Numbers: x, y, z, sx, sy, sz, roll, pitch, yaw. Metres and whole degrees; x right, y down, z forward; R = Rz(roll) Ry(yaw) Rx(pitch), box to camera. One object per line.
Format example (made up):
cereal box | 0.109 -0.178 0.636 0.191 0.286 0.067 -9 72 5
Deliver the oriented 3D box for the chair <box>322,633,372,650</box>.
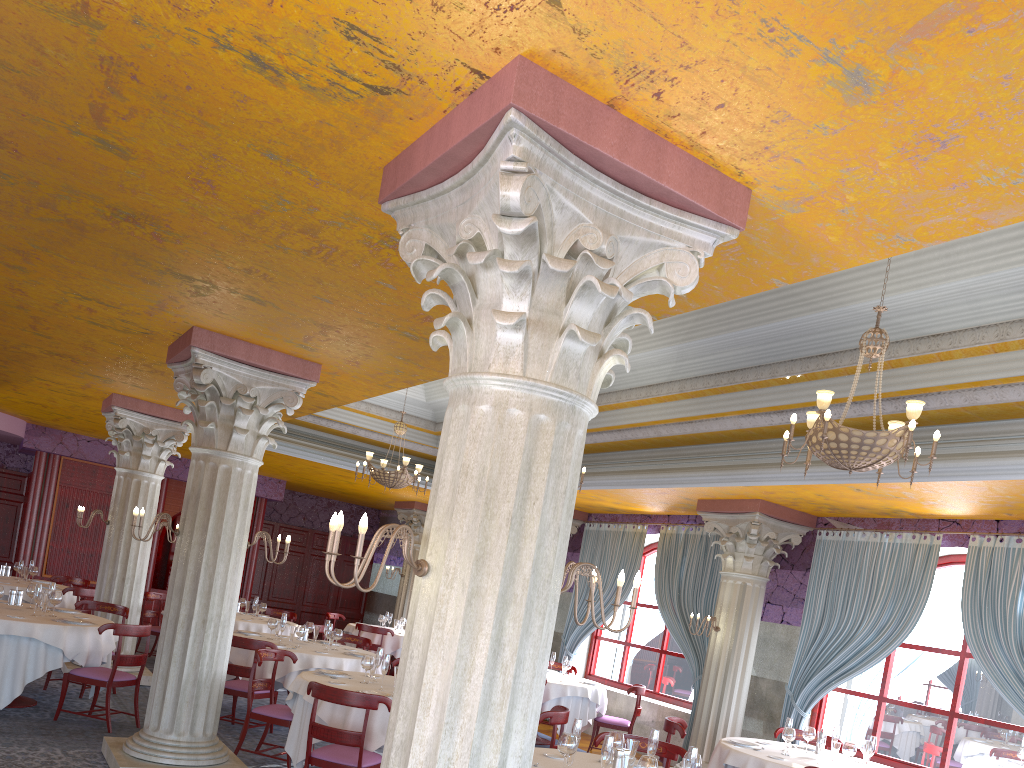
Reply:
chair | -2.398 3.998 11.809 0.741 1.085 0.659 9 -3 14

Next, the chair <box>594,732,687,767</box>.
chair | 0.894 3.257 6.515 0.741 1.085 0.659 9 -3 14

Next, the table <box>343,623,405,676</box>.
table | -2.220 5.224 16.403 2.137 0.944 2.089 16 -13 -30

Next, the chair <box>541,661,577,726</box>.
chair | 0.572 4.952 13.556 0.741 1.085 0.659 9 -3 14

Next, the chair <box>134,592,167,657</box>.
chair | -5.584 3.906 13.683 0.640 1.084 0.766 9 -4 14

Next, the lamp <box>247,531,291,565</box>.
lamp | -2.164 1.454 7.626 0.336 0.271 0.395 2 -12 46

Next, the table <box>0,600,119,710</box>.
table | -5.275 2.826 8.913 2.137 0.944 2.089 16 -13 -30

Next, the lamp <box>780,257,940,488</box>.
lamp | 2.542 -0.418 5.953 0.950 2.166 0.975 10 -1 14

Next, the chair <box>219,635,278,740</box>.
chair | -2.933 3.309 9.419 0.741 1.085 0.659 9 -3 14

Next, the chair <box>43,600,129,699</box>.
chair | -4.995 3.119 10.106 0.741 1.085 0.659 9 -3 14

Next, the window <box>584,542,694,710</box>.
window | 2.475 3.705 13.479 0.163 2.525 3.553 9 -7 -31

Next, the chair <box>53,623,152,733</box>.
chair | -4.085 2.914 8.643 0.640 1.084 0.766 9 -4 14

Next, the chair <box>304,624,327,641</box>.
chair | -3.231 4.185 13.149 0.640 1.084 0.766 9 -4 14

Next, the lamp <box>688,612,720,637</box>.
lamp | 2.405 3.016 10.686 0.336 0.271 0.395 2 -12 46

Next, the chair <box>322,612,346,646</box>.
chair | -3.384 5.034 16.668 0.640 1.084 0.766 9 -4 14

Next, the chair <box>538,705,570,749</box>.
chair | 0.118 3.431 7.763 0.640 1.084 0.766 9 -4 14

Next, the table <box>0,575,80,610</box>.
table | -7.513 3.330 12.513 2.137 0.944 2.089 16 -13 -30

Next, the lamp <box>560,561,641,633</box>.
lamp | 0.337 0.891 3.604 0.336 0.271 0.395 2 -12 46

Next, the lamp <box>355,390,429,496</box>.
lamp | -1.626 0.520 12.657 0.950 2.166 0.975 10 -1 14

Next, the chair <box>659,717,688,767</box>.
chair | 1.732 3.882 8.441 0.640 1.084 0.766 9 -4 14

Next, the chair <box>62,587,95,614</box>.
chair | -6.324 3.418 12.244 0.640 1.084 0.766 9 -4 14

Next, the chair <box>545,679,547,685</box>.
chair | 0.038 4.264 11.165 0.741 1.085 0.659 9 -3 14

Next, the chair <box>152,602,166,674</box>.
chair | -4.675 3.701 12.221 0.741 1.085 0.659 9 -3 14

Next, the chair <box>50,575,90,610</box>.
chair | -7.233 3.623 13.706 0.741 1.085 0.659 9 -3 14

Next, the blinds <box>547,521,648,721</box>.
blinds | 1.349 3.965 14.007 0.249 3.503 1.681 9 -1 -29

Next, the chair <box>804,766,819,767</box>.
chair | 2.641 3.678 6.978 0.741 1.085 0.659 9 -3 14

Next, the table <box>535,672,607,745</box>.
table | 0.292 4.659 12.363 2.137 0.944 2.089 16 -13 -30

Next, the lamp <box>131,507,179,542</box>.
lamp | -3.015 1.200 7.203 0.336 0.271 0.395 2 -12 46

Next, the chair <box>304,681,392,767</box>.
chair | -1.326 2.948 6.835 0.741 1.085 0.659 9 -3 14

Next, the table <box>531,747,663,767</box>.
table | 0.614 2.963 5.322 2.137 0.944 2.089 16 -13 -30

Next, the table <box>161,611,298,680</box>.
table | -4.420 4.097 13.418 2.137 0.944 2.089 16 -13 -30

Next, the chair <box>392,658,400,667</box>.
chair | -1.489 3.793 10.347 0.640 1.084 0.766 9 -4 14

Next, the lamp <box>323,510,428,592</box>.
lamp | -0.514 0.637 3.180 0.336 0.271 0.395 2 -12 46

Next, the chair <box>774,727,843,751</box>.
chair | 3.176 4.366 9.368 0.741 1.085 0.659 9 -3 14

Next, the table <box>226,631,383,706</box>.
table | -2.678 3.704 10.617 2.137 0.944 2.089 16 -13 -30

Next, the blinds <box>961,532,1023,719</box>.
blinds | 4.928 3.159 8.251 0.249 3.504 1.679 9 -1 -32

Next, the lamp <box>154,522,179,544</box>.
lamp | -4.671 2.019 11.658 0.336 0.271 0.395 2 -12 46

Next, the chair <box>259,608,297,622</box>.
chair | -4.140 4.390 14.611 0.741 1.085 0.659 9 -3 14

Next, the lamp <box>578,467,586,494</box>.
lamp | 0.441 0.055 9.333 0.950 2.166 0.975 10 -1 14

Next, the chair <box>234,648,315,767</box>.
chair | -2.235 3.152 8.298 0.640 1.084 0.766 9 -4 14

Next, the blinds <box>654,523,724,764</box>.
blinds | 2.404 3.727 12.311 0.249 3.504 1.679 9 -1 -32

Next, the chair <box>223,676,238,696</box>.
chair | -3.842 3.514 10.882 0.640 1.084 0.766 9 -4 14

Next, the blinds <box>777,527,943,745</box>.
blinds | 3.873 3.397 9.947 0.249 3.503 1.681 9 -1 -29

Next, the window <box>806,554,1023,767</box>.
window | 4.975 3.142 9.458 0.163 2.525 3.553 9 -7 -31

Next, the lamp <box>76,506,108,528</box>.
lamp | -5.497 1.759 11.196 0.336 0.271 0.395 2 -12 46

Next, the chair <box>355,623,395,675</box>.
chair | -2.474 4.829 15.205 0.741 1.085 0.659 9 -3 14

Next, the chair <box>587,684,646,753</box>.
chair | 1.482 4.748 12.093 0.640 1.084 0.766 9 -4 14

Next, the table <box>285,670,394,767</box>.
table | -1.071 3.343 8.033 2.137 0.944 2.089 16 -13 -30

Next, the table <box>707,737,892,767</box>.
table | 2.896 4.073 8.176 2.137 0.944 2.089 16 -13 -30
